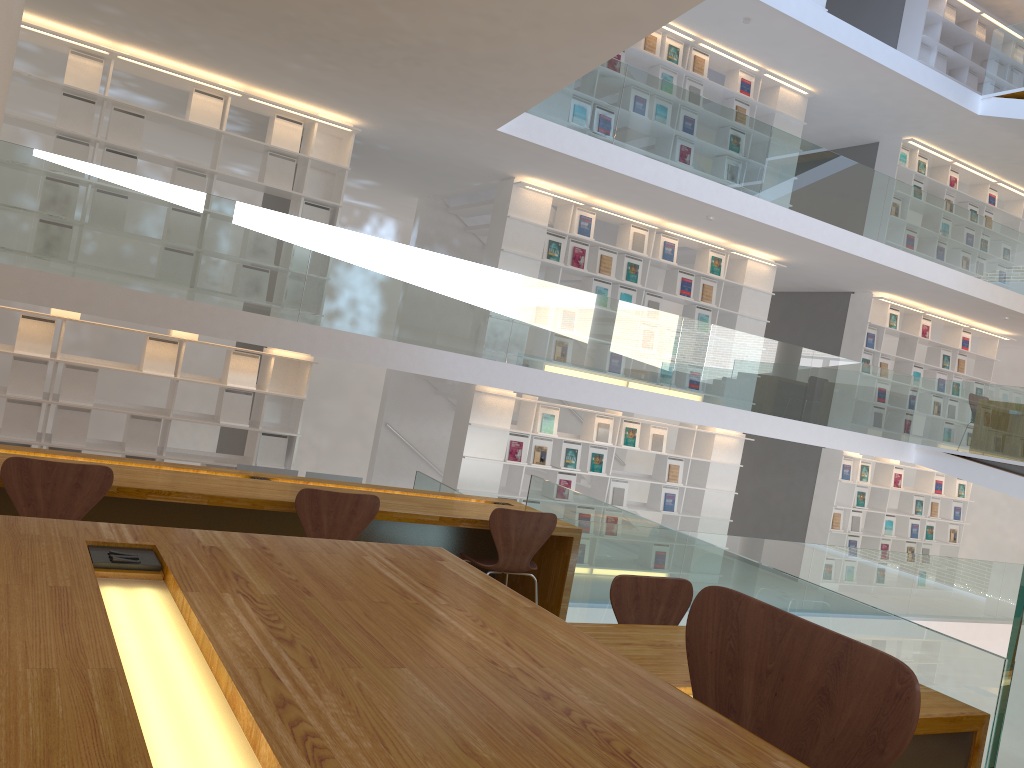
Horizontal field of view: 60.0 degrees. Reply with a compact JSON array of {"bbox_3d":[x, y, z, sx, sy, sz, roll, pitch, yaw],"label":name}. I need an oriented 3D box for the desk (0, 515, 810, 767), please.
[{"bbox_3d":[0.272,0.687,0.074,0.760,0.606,3.185,10,0,-30],"label":"desk"}]

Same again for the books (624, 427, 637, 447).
[{"bbox_3d":[1.290,0.584,9.658,0.145,0.210,0.037,10,0,-30],"label":"books"}]

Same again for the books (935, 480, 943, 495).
[{"bbox_3d":[6.014,1.466,12.500,0.145,0.210,0.037,10,0,-30],"label":"books"}]

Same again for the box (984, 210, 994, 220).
[{"bbox_3d":[6.669,-2.304,12.587,0.245,0.296,0.274,10,0,-30],"label":"box"}]

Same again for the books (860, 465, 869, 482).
[{"bbox_3d":[4.653,1.178,11.700,0.145,0.210,0.037,10,0,-30],"label":"books"}]

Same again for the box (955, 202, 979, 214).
[{"bbox_3d":[6.365,-2.359,12.410,0.245,0.296,0.274,10,0,-30],"label":"box"}]

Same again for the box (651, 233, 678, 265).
[{"bbox_3d":[1.667,-1.480,9.774,0.245,0.296,0.274,10,0,-30],"label":"box"}]

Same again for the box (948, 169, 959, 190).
[{"bbox_3d":[5.944,-2.772,12.125,0.245,0.296,0.274,10,0,-30],"label":"box"}]

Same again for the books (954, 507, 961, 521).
[{"bbox_3d":[6.412,1.877,12.765,0.145,0.210,0.037,10,0,-30],"label":"books"}]

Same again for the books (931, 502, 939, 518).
[{"bbox_3d":[5.956,1.776,12.500,0.145,0.210,0.037,10,0,-30],"label":"books"}]

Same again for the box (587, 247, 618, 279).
[{"bbox_3d":[0.951,-1.278,9.391,0.245,0.296,0.274,10,0,-30],"label":"box"}]

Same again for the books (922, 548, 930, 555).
[{"bbox_3d":[5.824,2.424,12.491,0.145,0.210,0.037,10,0,-30],"label":"books"}]

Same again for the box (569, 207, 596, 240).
[{"bbox_3d":[0.706,-1.658,9.212,0.245,0.296,0.274,10,0,-30],"label":"box"}]

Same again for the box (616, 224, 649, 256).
[{"bbox_3d":[1.311,-1.546,9.566,0.245,0.296,0.274,10,0,-30],"label":"box"}]

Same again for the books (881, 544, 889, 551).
[{"bbox_3d":[5.061,2.280,12.048,0.145,0.210,0.037,10,0,-30],"label":"books"}]

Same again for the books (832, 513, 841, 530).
[{"bbox_3d":[4.211,1.784,11.514,0.145,0.210,0.037,10,0,-30],"label":"books"}]

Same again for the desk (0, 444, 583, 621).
[{"bbox_3d":[-1.353,0.923,4.535,3.236,0.918,1.285,10,0,-30],"label":"desk"}]

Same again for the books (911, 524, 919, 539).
[{"bbox_3d":[5.598,2.052,12.323,0.145,0.210,0.037,10,0,-30],"label":"books"}]

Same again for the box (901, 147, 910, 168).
[{"bbox_3d":[5.026,-2.940,11.591,0.245,0.296,0.274,10,0,-30],"label":"box"}]

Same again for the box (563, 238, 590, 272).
[{"bbox_3d":[0.639,-1.335,9.223,0.245,0.296,0.274,10,0,-30],"label":"box"}]

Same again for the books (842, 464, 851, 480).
[{"bbox_3d":[4.344,1.155,11.519,0.145,0.210,0.037,10,0,-30],"label":"books"}]

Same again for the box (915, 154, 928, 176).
[{"bbox_3d":[5.365,-2.878,11.789,0.245,0.296,0.274,10,0,-30],"label":"box"}]

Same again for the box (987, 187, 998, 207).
[{"bbox_3d":[6.728,-2.626,12.587,0.245,0.296,0.274,10,0,-30],"label":"box"}]

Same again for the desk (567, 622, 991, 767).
[{"bbox_3d":[-0.189,0.984,2.144,3.185,0.606,0.760,10,0,-30],"label":"desk"}]

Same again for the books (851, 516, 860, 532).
[{"bbox_3d":[4.536,1.854,11.702,0.145,0.210,0.037,10,0,-30],"label":"books"}]

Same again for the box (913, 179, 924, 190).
[{"bbox_3d":[5.307,-2.557,11.790,0.245,0.296,0.274,10,0,-30],"label":"box"}]

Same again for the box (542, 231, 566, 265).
[{"bbox_3d":[0.387,-1.383,9.061,0.245,0.296,0.274,10,0,-30],"label":"box"}]

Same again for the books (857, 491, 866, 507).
[{"bbox_3d":[4.610,1.531,11.709,0.145,0.210,0.037,10,0,-30],"label":"books"}]

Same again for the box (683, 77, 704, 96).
[{"bbox_3d":[1.940,-3.176,9.748,0.245,0.296,0.274,10,0,-30],"label":"box"}]

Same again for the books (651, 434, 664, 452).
[{"bbox_3d":[1.618,0.665,9.852,0.145,0.210,0.037,10,0,-30],"label":"books"}]

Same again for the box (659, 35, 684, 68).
[{"bbox_3d":[1.685,-3.558,9.563,0.245,0.296,0.274,10,0,-30],"label":"box"}]

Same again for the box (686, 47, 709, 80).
[{"bbox_3d":[2.003,-3.499,9.749,0.245,0.296,0.274,10,0,-30],"label":"box"}]

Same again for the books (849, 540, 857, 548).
[{"bbox_3d":[4.499,2.172,11.715,0.145,0.210,0.037,10,0,-30],"label":"books"}]

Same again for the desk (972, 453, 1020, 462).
[{"bbox_3d":[6.625,0.750,10.212,3.194,0.606,0.760,10,0,-30],"label":"desk"}]

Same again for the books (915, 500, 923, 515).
[{"bbox_3d":[5.658,1.721,12.325,0.145,0.210,0.037,10,0,-30],"label":"books"}]

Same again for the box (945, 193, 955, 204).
[{"bbox_3d":[5.887,-2.447,12.129,0.245,0.296,0.274,10,0,-30],"label":"box"}]

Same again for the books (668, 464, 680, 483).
[{"bbox_3d":[1.824,1.018,10.010,0.145,0.210,0.037,10,0,-30],"label":"books"}]

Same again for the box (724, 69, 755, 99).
[{"bbox_3d":[2.599,-3.389,10.098,0.245,0.296,0.274,10,0,-30],"label":"box"}]

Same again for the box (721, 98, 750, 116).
[{"bbox_3d":[2.545,-3.065,10.102,0.245,0.296,0.274,10,0,-30],"label":"box"}]

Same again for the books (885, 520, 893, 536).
[{"bbox_3d":[5.121,1.957,12.047,0.145,0.210,0.037,10,0,-30],"label":"books"}]

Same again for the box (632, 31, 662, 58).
[{"bbox_3d":[1.423,-3.607,9.410,0.245,0.296,0.274,10,0,-30],"label":"box"}]

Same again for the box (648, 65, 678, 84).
[{"bbox_3d":[1.619,-3.236,9.560,0.245,0.296,0.274,10,0,-30],"label":"box"}]

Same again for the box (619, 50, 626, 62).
[{"bbox_3d":[1.013,-3.348,9.220,0.245,0.296,0.274,10,0,-30],"label":"box"}]

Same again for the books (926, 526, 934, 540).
[{"bbox_3d":[5.884,2.105,12.491,0.145,0.210,0.037,10,0,-30],"label":"books"}]

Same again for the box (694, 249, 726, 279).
[{"bbox_3d":[2.273,-1.368,10.129,0.245,0.296,0.274,10,0,-30],"label":"box"}]

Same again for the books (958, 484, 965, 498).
[{"bbox_3d":[6.472,1.546,12.767,0.145,0.210,0.037,10,0,-30],"label":"books"}]

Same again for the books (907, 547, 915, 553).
[{"bbox_3d":[5.541,2.372,12.326,0.145,0.210,0.037,10,0,-30],"label":"books"}]

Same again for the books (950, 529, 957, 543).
[{"bbox_3d":[6.356,2.197,12.768,0.145,0.210,0.037,10,0,-30],"label":"books"}]

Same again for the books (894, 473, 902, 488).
[{"bbox_3d":[5.239,1.323,12.046,0.145,0.210,0.037,10,0,-30],"label":"books"}]
